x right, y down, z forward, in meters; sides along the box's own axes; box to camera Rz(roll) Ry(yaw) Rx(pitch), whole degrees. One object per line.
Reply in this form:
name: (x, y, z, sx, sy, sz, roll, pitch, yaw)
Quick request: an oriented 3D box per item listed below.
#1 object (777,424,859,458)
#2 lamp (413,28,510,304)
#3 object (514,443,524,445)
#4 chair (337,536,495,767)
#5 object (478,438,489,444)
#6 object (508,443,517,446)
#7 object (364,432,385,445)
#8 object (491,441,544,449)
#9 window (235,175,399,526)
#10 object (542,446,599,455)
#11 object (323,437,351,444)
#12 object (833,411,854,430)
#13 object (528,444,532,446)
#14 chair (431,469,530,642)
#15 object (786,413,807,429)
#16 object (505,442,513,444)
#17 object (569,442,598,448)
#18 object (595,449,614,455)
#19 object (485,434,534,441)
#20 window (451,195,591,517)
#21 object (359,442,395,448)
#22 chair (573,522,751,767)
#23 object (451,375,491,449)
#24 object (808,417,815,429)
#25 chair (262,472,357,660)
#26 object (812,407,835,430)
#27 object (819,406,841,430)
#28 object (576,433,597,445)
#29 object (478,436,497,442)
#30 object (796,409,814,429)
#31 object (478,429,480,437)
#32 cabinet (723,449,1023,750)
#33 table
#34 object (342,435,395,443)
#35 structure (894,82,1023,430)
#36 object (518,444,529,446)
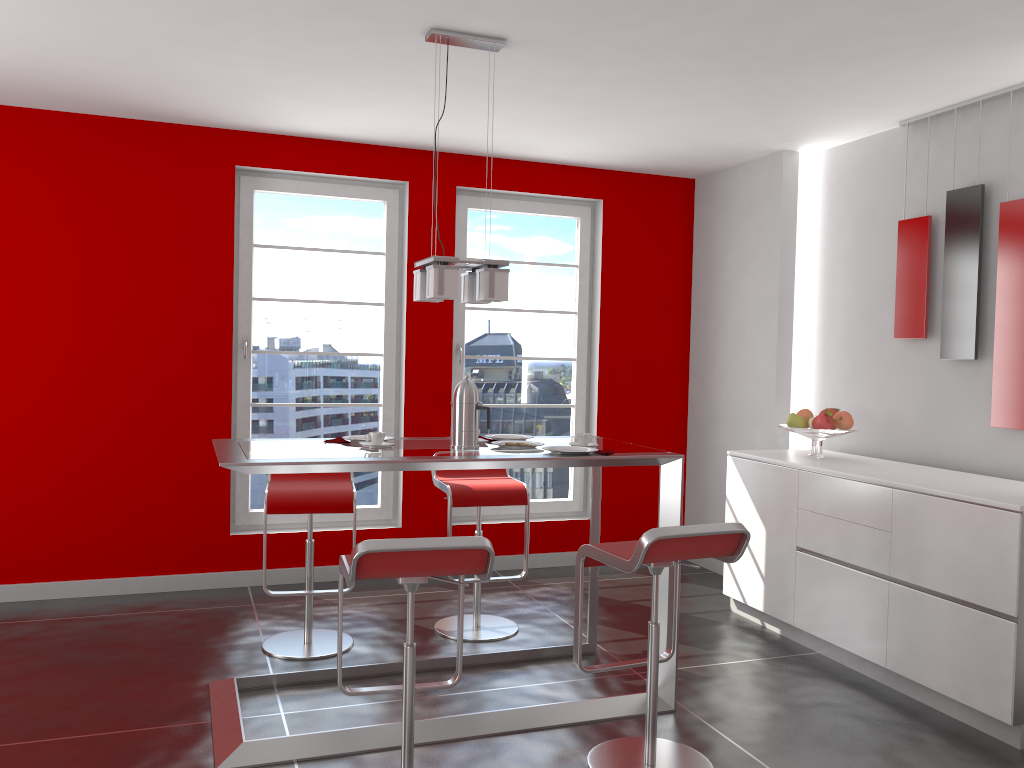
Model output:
object: (1.578, 0.300, 4.586, 0.398, 0.159, 0.398, 2, 2, 29)
lamp: (-0.193, -0.838, 3.477, 0.304, 1.025, 0.304, 1, 2, -20)
object: (0.030, 0.241, 3.574, 0.036, 0.006, 0.034, 2, 2, 17)
chair: (-0.304, 0.845, 2.656, 0.418, 0.857, 0.460, 1, 2, -15)
object: (-0.164, 0.238, 3.679, 0.119, 0.016, 0.119, 1, 2, -23)
object: (0.003, 0.241, 3.536, 0.036, 0.006, 0.034, 2, 2, 3)
object: (-0.530, 0.212, 3.436, 0.078, 0.049, 0.062, 1, 2, 2)
object: (0.022, 0.245, 3.562, 0.217, 0.015, 0.217, 2, 2, 17)
window: (-1.159, -0.183, 5.322, 0.938, 2.038, 0.117, 1, 2, -20)
object: (0.223, 0.256, 3.394, 0.217, 0.015, 0.217, 2, 2, 16)
object: (-0.719, 0.228, 3.595, 0.095, 0.012, 0.234, 1, 2, -22)
object: (1.697, 0.187, 4.527, 0.121, 0.101, 0.097, 0, 2, -42)
object: (0.060, 0.247, 3.574, 0.036, 0.006, 0.034, 0, 2, -37)
chair: (-0.173, 0.792, 4.435, 0.418, 0.857, 0.460, 1, 2, -18)
object: (1.466, 0.193, 4.564, 0.100, 0.086, 0.083, 2, 2, 29)
object: (-0.011, 0.240, 3.574, 0.034, 0.006, 0.036, 1, 2, -8)
object: (0.292, 0.251, 3.618, 0.119, 0.016, 0.119, 1, 2, -1)
object: (0.355, 0.259, 3.436, 0.095, 0.012, 0.234, 1, 2, -20)
object: (-0.013, 0.235, 3.860, 0.217, 0.015, 0.217, 0, 3, -45)
window: (0.061, -0.167, 5.773, 0.938, 2.038, 0.117, 1, 2, -20)
object: (-0.523, 0.236, 3.437, 0.119, 0.016, 0.119, 0, 2, -40)
chair: (0.482, 0.856, 2.940, 0.418, 0.857, 0.460, 1, 2, -25)
object: (-0.165, 0.106, 3.501, 0.149, 0.287, 0.113, 1, 2, -12)
object: (1.586, 0.209, 4.610, 0.086, 0.079, 0.084, 2, 2, 8)
chair: (-0.942, 0.783, 4.130, 0.418, 0.857, 0.460, 1, 2, -13)
object: (1.571, 0.179, 4.490, 0.097, 0.133, 0.117, 0, 2, -31)
object: (1.664, 0.175, 4.650, 0.117, 0.129, 0.150, 2, 2, 27)
object: (0.300, 0.227, 3.620, 0.078, 0.049, 0.062, 1, 2, -21)
object: (-0.144, 0.235, 3.814, 0.095, 0.012, 0.234, 1, 2, -22)
object: (1.548, 0.183, 4.686, 0.096, 0.105, 0.117, 2, 2, 9)
object: (-0.171, 0.213, 3.681, 0.078, 0.049, 0.062, 2, 2, 20)
cabinet: (1.758, 0.839, 4.095, 0.610, 0.880, 1.802, 1, 2, -20)
table: (-0.284, 0.747, 3.510, 1.700, 1.000, 0.800, 1, 2, -20)
object: (-0.588, 0.228, 3.640, 0.217, 0.015, 0.217, 2, 2, 4)
structure: (2.106, -0.567, 4.148, 0.040, 1.503, 0.820, 1, 2, -20)
object: (0.046, 0.242, 3.534, 0.034, 0.006, 0.036, 0, 2, -32)
